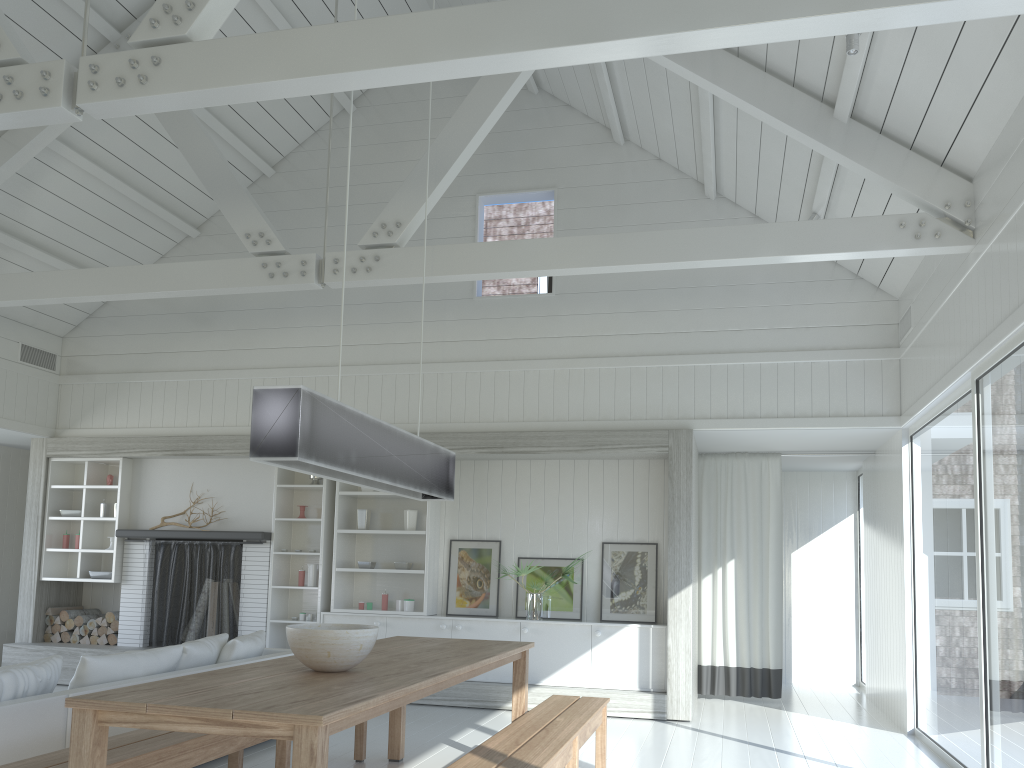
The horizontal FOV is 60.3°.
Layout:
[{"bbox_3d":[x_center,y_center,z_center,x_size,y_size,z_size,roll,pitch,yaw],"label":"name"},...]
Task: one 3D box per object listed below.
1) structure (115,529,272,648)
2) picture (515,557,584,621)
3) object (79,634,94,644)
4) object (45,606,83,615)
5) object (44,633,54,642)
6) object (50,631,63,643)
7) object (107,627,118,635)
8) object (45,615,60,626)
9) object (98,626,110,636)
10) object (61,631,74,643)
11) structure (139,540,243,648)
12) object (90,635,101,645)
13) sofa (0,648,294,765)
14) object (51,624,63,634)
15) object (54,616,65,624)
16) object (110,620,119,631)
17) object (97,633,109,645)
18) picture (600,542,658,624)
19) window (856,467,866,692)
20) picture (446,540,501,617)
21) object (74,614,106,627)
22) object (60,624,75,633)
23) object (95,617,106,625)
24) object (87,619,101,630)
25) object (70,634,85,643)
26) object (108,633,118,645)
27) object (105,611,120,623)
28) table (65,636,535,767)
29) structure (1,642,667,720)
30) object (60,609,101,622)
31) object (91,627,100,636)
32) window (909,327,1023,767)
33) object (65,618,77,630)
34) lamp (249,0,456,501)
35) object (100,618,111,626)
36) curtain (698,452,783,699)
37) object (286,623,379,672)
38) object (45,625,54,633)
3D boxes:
[{"bbox_3d":[-3.024,2.124,8.799,1.617,1.272,0.870,-1,-8,14],"label":"structure"},{"bbox_3d":[0.340,1.850,7.975,0.609,0.547,0.054,-1,-6,14],"label":"picture"},{"bbox_3d":[-4.184,2.619,9.028,0.134,0.145,0.556,-1,-12,14],"label":"object"},{"bbox_3d":[-4.632,2.347,9.138,0.080,0.079,0.485,0,-12,12],"label":"object"},{"bbox_3d":[-4.619,2.617,9.129,0.108,0.105,0.522,0,-12,12],"label":"object"},{"bbox_3d":[-4.518,2.610,9.113,0.134,0.145,0.556,-1,-12,14],"label":"object"},{"bbox_3d":[-3.919,2.492,8.951,0.080,0.079,0.485,0,-12,12],"label":"object"},{"bbox_3d":[-4.614,2.437,9.138,0.109,0.108,0.501,0,-12,12],"label":"object"},{"bbox_3d":[-4.007,2.505,8.979,0.109,0.108,0.501,0,-12,12],"label":"object"},{"bbox_3d":[-4.421,2.589,9.074,0.110,0.109,0.501,0,-12,12],"label":"object"},{"bbox_3d":[-3.107,2.027,8.458,1.098,1.051,0.118,-1,-6,14],"label":"structure"},{"bbox_3d":[-4.092,2.603,8.998,0.108,0.105,0.522,0,-12,12],"label":"object"},{"bbox_3d":[-3.649,1.766,4.853,3.477,0.729,4.192,-1,-12,14],"label":"sofa"},{"bbox_3d":[-4.535,2.519,9.109,0.109,0.108,0.501,0,-12,12],"label":"object"},{"bbox_3d":[-4.524,2.426,9.103,0.080,0.079,0.485,0,-12,12],"label":"object"},{"bbox_3d":[-3.869,2.442,8.951,0.109,0.108,0.501,0,-12,12],"label":"object"},{"bbox_3d":[-3.991,2.596,8.982,0.134,0.145,0.556,-1,-12,14],"label":"object"},{"bbox_3d":[1.036,1.756,7.800,0.495,0.696,0.066,0,-6,14],"label":"picture"},{"bbox_3d":[3.816,2.095,9.516,0.038,2.401,0.957,0,-7,14],"label":"window"},{"bbox_3d":[-0.354,1.793,8.144,0.495,0.696,0.066,0,-6,14],"label":"picture"},{"bbox_3d":[-4.282,2.424,9.056,0.109,0.108,0.501,0,-12,12],"label":"object"},{"bbox_3d":[-4.446,2.506,9.082,0.080,0.079,0.485,0,-12,12],"label":"object"},{"bbox_3d":[-4.058,2.403,8.989,0.086,0.090,0.486,0,-12,12],"label":"object"},{"bbox_3d":[-4.133,2.446,9.017,0.109,0.108,0.501,0,-12,12],"label":"object"},{"bbox_3d":[-4.310,2.589,9.054,0.105,0.113,0.524,-1,-12,13],"label":"object"},{"bbox_3d":[-3.894,2.575,8.944,0.110,0.109,0.501,0,-12,12],"label":"object"},{"bbox_3d":[-3.929,2.365,8.975,0.110,0.109,0.501,0,-12,12],"label":"object"},{"bbox_3d":[-0.660,1.683,4.118,0.906,0.753,2.990,-1,-12,14],"label":"table"},{"bbox_3d":[-1.641,2.810,8.692,6.350,0.342,1.909,-2,-12,14],"label":"structure"},{"bbox_3d":[-4.449,2.385,9.103,0.110,0.109,0.501,0,-12,12],"label":"object"},{"bbox_3d":[-4.094,2.509,8.987,0.080,0.079,0.485,0,-12,12],"label":"object"},{"bbox_3d":[1.870,0.424,1.758,0.080,2.389,11.084,0,-12,14],"label":"window"},{"bbox_3d":[-4.383,2.461,9.078,0.109,0.108,0.501,0,-12,12],"label":"object"},{"bbox_3d":[-0.605,-1.605,4.399,0.200,4.195,1.929,0,-7,14],"label":"lamp"},{"bbox_3d":[-3.996,2.412,8.973,0.080,0.079,0.485,0,-12,12],"label":"object"},{"bbox_3d":[2.122,1.836,8.603,1.006,2.344,0.118,0,-6,14],"label":"curtain"},{"bbox_3d":[-0.769,1.128,3.760,0.389,0.183,0.395,1,-11,5],"label":"object"},{"bbox_3d":[-4.621,2.522,9.117,0.080,0.079,0.485,0,-12,12],"label":"object"}]
